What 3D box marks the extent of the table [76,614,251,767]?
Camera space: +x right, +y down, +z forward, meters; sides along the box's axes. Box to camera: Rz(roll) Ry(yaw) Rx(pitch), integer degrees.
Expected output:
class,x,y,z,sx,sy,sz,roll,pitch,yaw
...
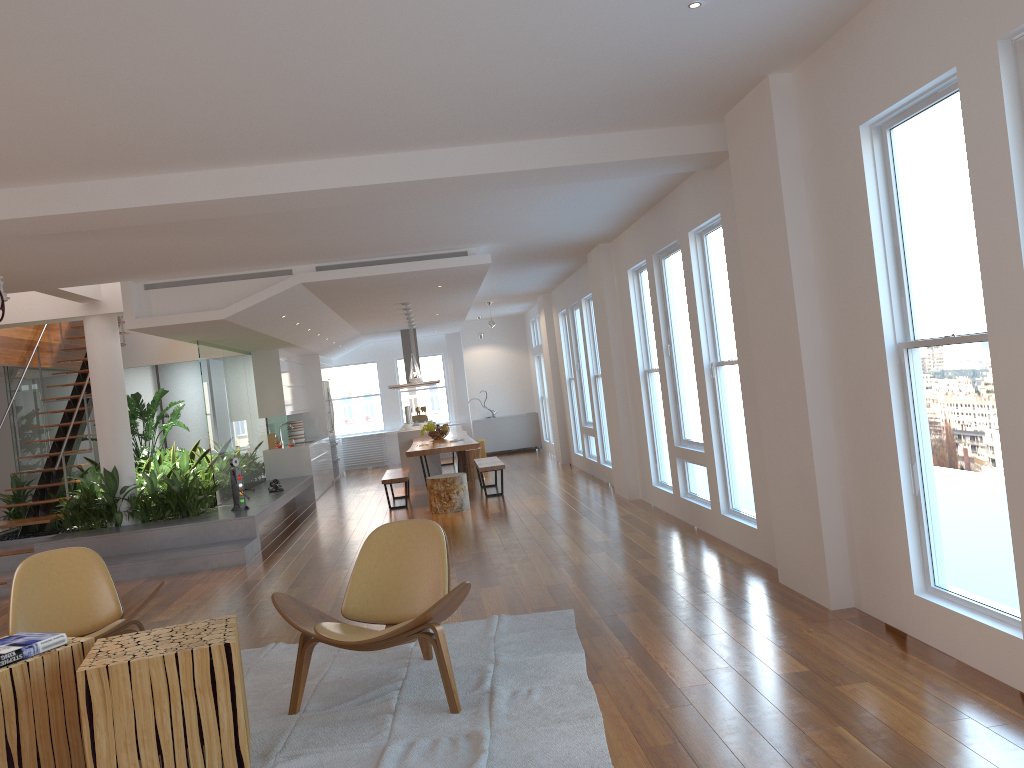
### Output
class,x,y,z,sx,sy,sz,roll,pitch,yaw
table,-1.342,1.275,3.493,0.548,0.534,0.489,-7,0,-17

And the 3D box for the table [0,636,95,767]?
class,x,y,z,sx,sy,sz,roll,pitch,yaw
table,-2.052,1.359,3.575,0.548,0.534,0.489,-7,0,25

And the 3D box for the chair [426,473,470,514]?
class,x,y,z,sx,sy,sz,roll,pitch,yaw
chair,-0.731,1.250,10.164,0.460,0.400,0.460,-7,0,5

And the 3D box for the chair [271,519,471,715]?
class,x,y,z,sx,sy,sz,roll,pitch,yaw
chair,-0.541,1.071,4.055,0.856,0.752,0.867,-7,0,45

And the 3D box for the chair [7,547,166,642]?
class,x,y,z,sx,sy,sz,roll,pitch,yaw
chair,-2.240,1.270,4.618,0.856,0.752,0.867,-7,0,0

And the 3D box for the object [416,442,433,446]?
class,x,y,z,sx,sy,sz,roll,pitch,yaw
object,-1.135,0.782,11.490,0.222,0.020,0.222,-7,0,35

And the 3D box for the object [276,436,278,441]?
class,x,y,z,sx,sy,sz,roll,pitch,yaw
object,-3.651,0.894,13.745,0.100,0.170,0.173,-7,0,-4

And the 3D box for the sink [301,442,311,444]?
class,x,y,z,sx,sy,sz,roll,pitch,yaw
sink,-3.389,1.065,14.238,0.449,0.192,0.666,-7,0,-5

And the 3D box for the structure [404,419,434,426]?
class,x,y,z,sx,sy,sz,roll,pitch,yaw
structure,-1.654,0.684,15.768,0.520,0.073,0.650,-7,0,-5

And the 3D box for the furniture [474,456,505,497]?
class,x,y,z,sx,sy,sz,roll,pitch,yaw
furniture,-0.285,1.206,11.549,0.316,0.389,1.433,-7,0,-5

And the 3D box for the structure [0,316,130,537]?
class,x,y,z,sx,sy,sz,roll,pitch,yaw
structure,-4.748,-0.355,11.394,2.552,4.265,4.591,-7,0,-5

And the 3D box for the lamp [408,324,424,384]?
class,x,y,z,sx,sy,sz,roll,pitch,yaw
lamp,-1.609,-0.528,14.780,0.160,1.060,0.160,-7,0,22

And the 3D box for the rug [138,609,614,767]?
class,x,y,z,sx,sy,sz,roll,pitch,yaw
rug,-1.365,1.504,3.464,3.525,0.057,3.478,-7,0,-1

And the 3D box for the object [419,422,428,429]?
class,x,y,z,sx,sy,sz,roll,pitch,yaw
object,-1.376,0.648,13.786,0.152,0.082,0.152,-7,0,-45

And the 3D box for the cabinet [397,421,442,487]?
class,x,y,z,sx,sy,sz,roll,pitch,yaw
cabinet,-1.519,1.123,14.852,0.597,0.832,2.936,-7,0,-5

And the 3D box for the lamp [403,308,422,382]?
class,x,y,z,sx,sy,sz,roll,pitch,yaw
lamp,-1.345,-0.557,11.900,0.160,1.060,0.160,-7,0,22

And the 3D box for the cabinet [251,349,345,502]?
class,x,y,z,sx,sy,sz,roll,pitch,yaw
cabinet,-3.556,0.649,15.264,0.676,2.280,4.565,-7,0,-5

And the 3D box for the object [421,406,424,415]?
class,x,y,z,sx,sy,sz,roll,pitch,yaw
object,-1.625,0.557,16.212,0.068,0.298,0.039,-7,0,-5

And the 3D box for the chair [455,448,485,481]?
class,x,y,z,sx,sy,sz,roll,pitch,yaw
chair,-0.635,1.215,13.402,0.396,0.455,0.402,-7,0,-15

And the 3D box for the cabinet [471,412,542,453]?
class,x,y,z,sx,sy,sz,roll,pitch,yaw
cabinet,-0.112,1.002,17.645,1.309,0.725,0.420,-7,0,-5

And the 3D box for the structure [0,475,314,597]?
class,x,y,z,sx,sy,sz,roll,pitch,yaw
structure,-4.234,1.685,10.755,3.088,0.386,5.584,-7,0,-5

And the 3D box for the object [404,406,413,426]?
class,x,y,z,sx,sy,sz,roll,pitch,yaw
object,-1.770,0.555,15.299,0.120,0.356,0.172,-7,0,43

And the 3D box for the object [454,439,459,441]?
class,x,y,z,sx,sy,sz,roll,pitch,yaw
object,-0.714,0.726,11.481,0.079,0.030,0.070,-7,0,38

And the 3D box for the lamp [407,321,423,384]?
class,x,y,z,sx,sy,sz,roll,pitch,yaw
lamp,-1.543,-0.535,14.060,0.160,1.060,0.160,-7,0,22

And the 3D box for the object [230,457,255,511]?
class,x,y,z,sx,sy,sz,roll,pitch,yaw
object,-2.844,1.048,9.342,0.318,0.565,0.134,-7,0,31

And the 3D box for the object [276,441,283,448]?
class,x,y,z,sx,sy,sz,roll,pitch,yaw
object,-3.474,0.902,13.240,0.094,0.106,0.094,-7,0,0

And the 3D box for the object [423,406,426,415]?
class,x,y,z,sx,sy,sz,roll,pitch,yaw
object,-1.590,0.553,16.233,0.057,0.294,0.030,-7,0,-5

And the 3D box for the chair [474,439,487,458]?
class,x,y,z,sx,sy,sz,roll,pitch,yaw
chair,-0.633,1.219,15.626,0.344,0.430,0.549,-7,0,-1

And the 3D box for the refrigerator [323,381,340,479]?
class,x,y,z,sx,sy,sz,roll,pitch,yaw
refrigerator,-3.544,0.864,16.008,0.725,1.772,0.908,-7,0,-5

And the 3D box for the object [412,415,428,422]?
class,x,y,z,sx,sy,sz,roll,pitch,yaw
object,-1.714,0.646,16.210,0.353,0.157,0.084,-7,0,-5

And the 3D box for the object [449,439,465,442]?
class,x,y,z,sx,sy,sz,roll,pitch,yaw
object,-0.714,0.732,11.481,0.222,0.020,0.222,-7,0,-13

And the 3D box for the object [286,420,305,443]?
class,x,y,z,sx,sy,sz,roll,pitch,yaw
object,-3.612,0.797,14.805,0.267,0.356,0.266,-7,0,20

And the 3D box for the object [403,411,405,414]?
class,x,y,z,sx,sy,sz,roll,pitch,yaw
object,-1.875,0.603,16.204,0.199,0.259,0.016,-7,0,5

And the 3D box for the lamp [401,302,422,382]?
class,x,y,z,sx,sy,sz,roll,pitch,yaw
lamp,-1.279,-0.565,11.180,0.160,1.060,0.160,-7,0,22

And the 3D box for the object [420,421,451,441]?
class,x,y,z,sx,sy,sz,roll,pitch,yaw
object,-1.070,0.647,12.490,0.394,0.284,0.292,-7,0,-41

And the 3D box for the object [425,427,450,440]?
class,x,y,z,sx,sy,sz,roll,pitch,yaw
object,-1.036,0.706,12.478,0.360,0.159,0.360,-7,0,-42

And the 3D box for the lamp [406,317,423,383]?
class,x,y,z,sx,sy,sz,roll,pitch,yaw
lamp,-1.477,-0.543,13.340,0.160,1.060,0.160,-7,0,22

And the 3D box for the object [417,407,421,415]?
class,x,y,z,sx,sy,sz,roll,pitch,yaw
object,-1.688,0.564,16.204,0.057,0.299,0.019,-7,0,-5

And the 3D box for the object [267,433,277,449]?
class,x,y,z,sx,sy,sz,roll,pitch,yaw
object,-3.645,0.868,13.497,0.104,0.222,0.200,-7,0,-5

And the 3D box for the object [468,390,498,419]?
class,x,y,z,sx,sy,sz,roll,pitch,yaw
object,-0.563,0.406,17.566,0.590,0.563,0.210,-7,0,-34

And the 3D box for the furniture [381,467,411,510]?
class,x,y,z,sx,sy,sz,roll,pitch,yaw
furniture,-1.465,1.345,11.440,0.316,0.389,1.433,-7,0,-5

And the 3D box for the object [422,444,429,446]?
class,x,y,z,sx,sy,sz,roll,pitch,yaw
object,-1.136,0.785,11.354,0.149,0.014,0.044,-7,0,-7

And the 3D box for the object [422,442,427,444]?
class,x,y,z,sx,sy,sz,roll,pitch,yaw
object,-1.136,0.776,11.490,0.070,0.030,0.079,-7,0,-42

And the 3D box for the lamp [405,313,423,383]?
class,x,y,z,sx,sy,sz,roll,pitch,yaw
lamp,-1.411,-0.550,12.620,0.160,1.060,0.160,-7,0,22

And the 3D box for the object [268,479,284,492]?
class,x,y,z,sx,sy,sz,roll,pitch,yaw
object,-2.961,1.263,11.053,0.216,0.155,0.181,-7,0,-41

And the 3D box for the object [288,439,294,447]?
class,x,y,z,sx,sy,sz,roll,pitch,yaw
object,-3.290,0.881,13.210,0.094,0.106,0.094,-7,0,0

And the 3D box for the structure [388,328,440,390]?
class,x,y,z,sx,sy,sz,roll,pitch,yaw
structure,-1.805,-0.638,15.740,0.909,1.405,0.900,-7,0,-5

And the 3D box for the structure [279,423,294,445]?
class,x,y,z,sx,sy,sz,roll,pitch,yaw
structure,-3.607,0.893,14.248,0.248,0.536,0.115,-7,0,-5

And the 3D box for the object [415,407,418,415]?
class,x,y,z,sx,sy,sz,roll,pitch,yaw
object,-1.723,0.568,16.220,0.061,0.299,0.040,-7,0,-8

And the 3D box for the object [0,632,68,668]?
class,x,y,z,sx,sy,sz,roll,pitch,yaw
object,-2.005,1.061,3.518,0.279,0.048,0.334,-7,0,26

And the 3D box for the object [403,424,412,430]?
class,x,y,z,sx,sy,sz,roll,pitch,yaw
object,-1.634,0.678,13.887,0.152,0.082,0.152,-7,0,34

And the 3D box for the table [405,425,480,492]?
class,x,y,z,sx,sy,sz,roll,pitch,yaw
table,-1.053,1.133,13.493,0.893,0.704,5.996,-7,0,-5
